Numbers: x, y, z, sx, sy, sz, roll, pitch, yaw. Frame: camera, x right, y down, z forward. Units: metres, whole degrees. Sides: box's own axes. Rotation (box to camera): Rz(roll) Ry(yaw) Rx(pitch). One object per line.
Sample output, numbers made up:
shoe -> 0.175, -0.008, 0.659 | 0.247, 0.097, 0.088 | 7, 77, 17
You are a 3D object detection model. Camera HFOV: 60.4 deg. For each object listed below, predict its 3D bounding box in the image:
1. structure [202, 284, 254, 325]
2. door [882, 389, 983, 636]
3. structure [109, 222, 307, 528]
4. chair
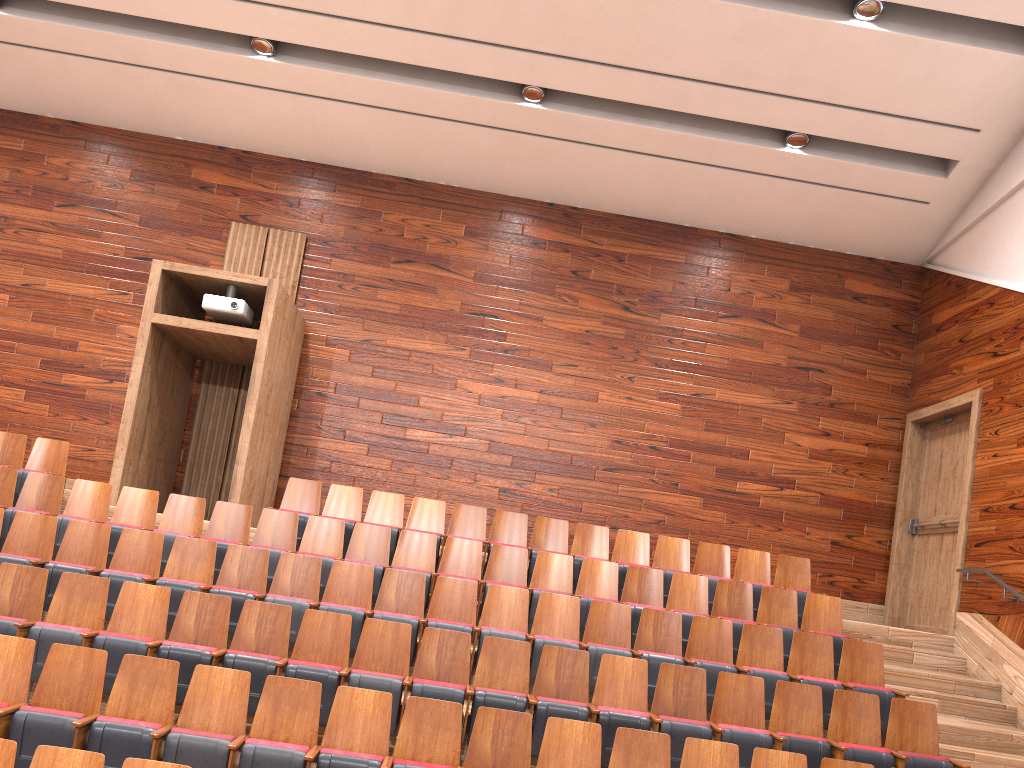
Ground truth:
structure -> -0.265, -0.078, 0.824 | 0.038, 0.031, 0.041 | 9, -10, -2
door -> 0.436, 0.137, 0.897 | 0.024, 0.236, 0.142 | 9, -7, -1
structure -> -0.287, -0.025, 0.876 | 0.117, 0.324, 0.146 | 9, -6, -1
chair -> -0.309, 0.170, 0.400 | 1.184, 0.367, 0.784 | 9, -11, -2
